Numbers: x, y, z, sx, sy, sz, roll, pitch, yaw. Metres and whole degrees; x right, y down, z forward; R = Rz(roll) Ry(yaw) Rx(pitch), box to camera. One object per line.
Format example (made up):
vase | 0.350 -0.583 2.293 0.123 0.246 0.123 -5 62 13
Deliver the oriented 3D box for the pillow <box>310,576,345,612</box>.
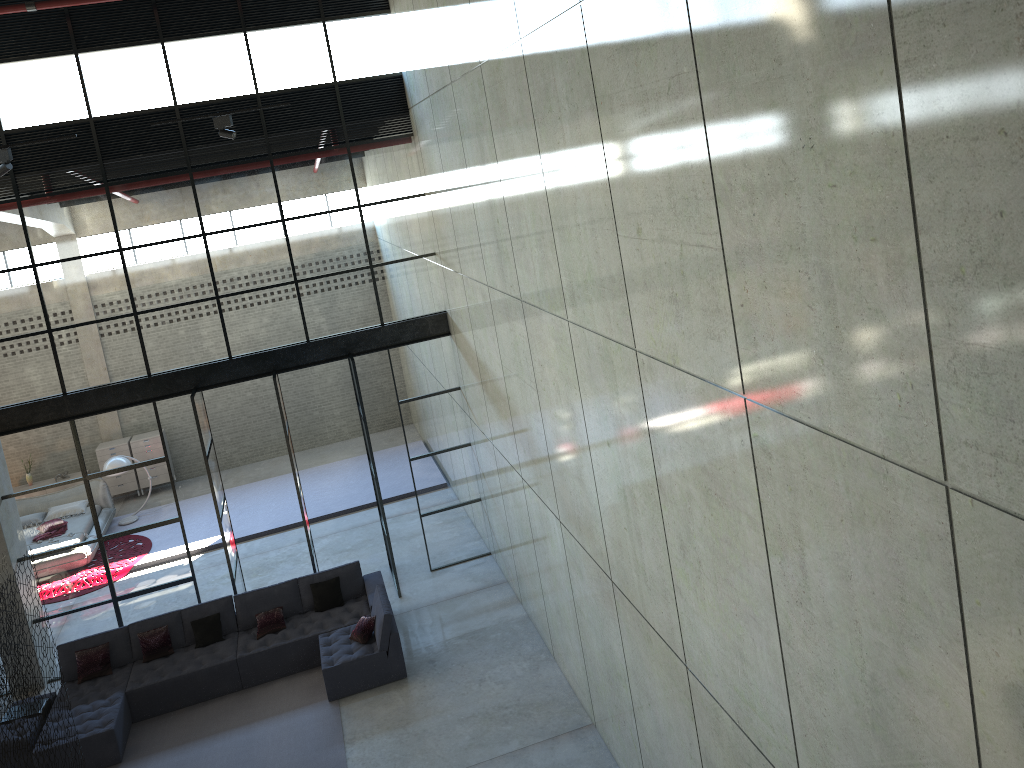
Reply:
pillow | -2.478 2.830 11.764 0.403 0.376 0.200 -13 9 -13

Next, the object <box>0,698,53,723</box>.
object | -5.826 3.945 10.491 0.520 0.098 0.307 -12 14 -9

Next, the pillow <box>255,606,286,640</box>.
pillow | -3.163 3.118 11.485 0.386 0.227 0.331 -13 13 -13

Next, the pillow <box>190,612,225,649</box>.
pillow | -3.945 3.212 11.385 0.387 0.329 0.221 -13 10 -16

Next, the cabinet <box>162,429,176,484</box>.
cabinet | -7.852 1.694 19.221 0.654 1.189 0.537 -12 8 -13

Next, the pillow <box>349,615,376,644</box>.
pillow | -1.824 2.994 10.847 0.346 0.283 0.345 -19 15 -39

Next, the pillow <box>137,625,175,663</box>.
pillow | -4.560 3.328 11.230 0.409 0.370 0.195 -13 9 -14

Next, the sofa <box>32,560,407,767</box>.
sofa | -3.529 3.412 10.892 4.178 0.854 1.857 -13 14 -14

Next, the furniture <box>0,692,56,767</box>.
furniture | -5.769 4.154 10.374 0.511 0.446 0.980 -12 13 -8

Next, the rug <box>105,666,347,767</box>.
rug | -3.664 4.243 9.528 3.652 0.019 2.696 -13 15 -13

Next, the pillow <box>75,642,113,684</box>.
pillow | -5.265 3.513 11.041 0.416 0.339 0.239 -13 10 -13
